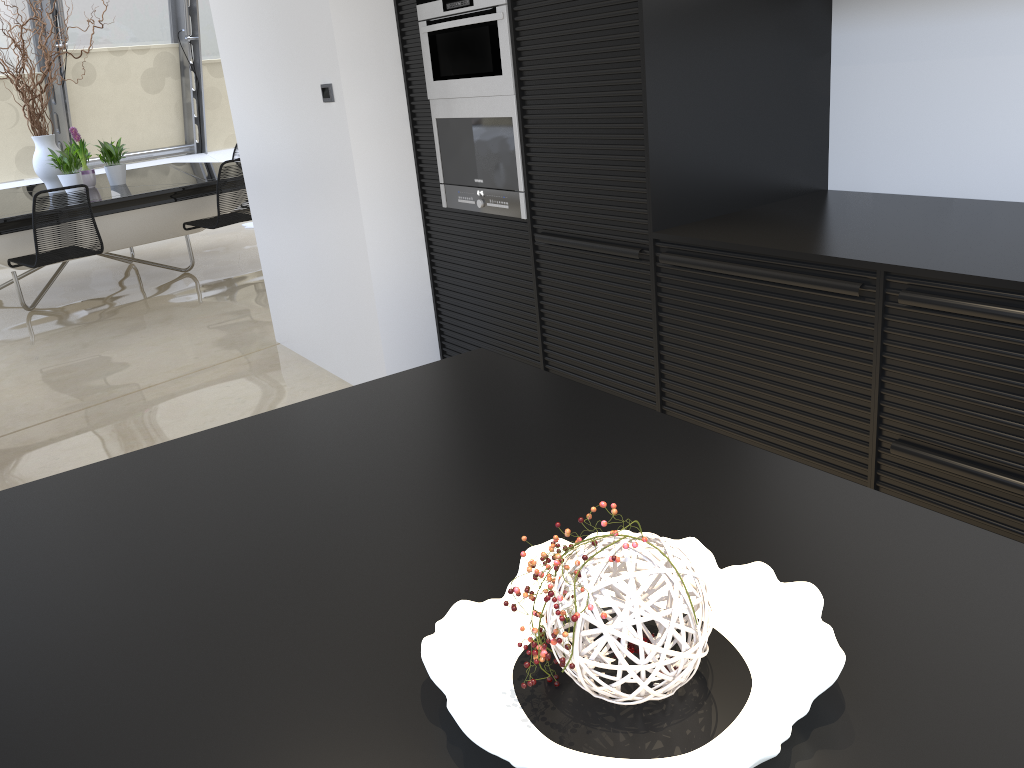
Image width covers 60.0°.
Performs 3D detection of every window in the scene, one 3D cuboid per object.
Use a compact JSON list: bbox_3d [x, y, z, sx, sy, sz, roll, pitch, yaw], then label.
[{"bbox_3d":[1.833,-2.276,5.548,16.171,3.674,16.693,-22,25,-37],"label":"window"}]

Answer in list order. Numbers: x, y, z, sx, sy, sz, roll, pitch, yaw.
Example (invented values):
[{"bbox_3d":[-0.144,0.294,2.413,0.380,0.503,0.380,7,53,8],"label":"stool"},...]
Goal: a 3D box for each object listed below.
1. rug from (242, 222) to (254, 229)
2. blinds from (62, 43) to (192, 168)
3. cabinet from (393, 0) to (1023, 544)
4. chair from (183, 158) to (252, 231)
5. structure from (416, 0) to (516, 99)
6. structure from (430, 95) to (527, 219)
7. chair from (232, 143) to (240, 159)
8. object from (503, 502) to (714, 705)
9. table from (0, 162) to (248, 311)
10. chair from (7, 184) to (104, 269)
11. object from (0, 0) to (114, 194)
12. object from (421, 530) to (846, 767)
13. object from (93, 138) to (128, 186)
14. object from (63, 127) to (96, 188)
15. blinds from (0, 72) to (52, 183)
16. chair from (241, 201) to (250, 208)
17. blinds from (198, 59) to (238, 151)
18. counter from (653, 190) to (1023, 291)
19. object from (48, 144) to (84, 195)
[{"bbox_3d":[-0.928,-1.856,9.405,3.220,0.008,2.705,12,27,41],"label":"rug"},{"bbox_3d":[-4.168,-2.997,9.617,0.387,1.214,1.376,12,27,41],"label":"blinds"},{"bbox_3d":[1.346,-0.850,1.711,0.831,2.901,5.157,-18,23,-31],"label":"cabinet"},{"bbox_3d":[-2.153,-1.429,6.654,0.688,0.519,0.446,12,27,41],"label":"chair"},{"bbox_3d":[-0.175,-1.226,3.163,0.061,0.388,0.592,-18,23,-30],"label":"structure"},{"bbox_3d":[-0.132,-0.849,3.302,0.023,0.420,0.592,-18,23,-30],"label":"structure"},{"bbox_3d":[-2.770,-2.029,8.485,0.446,0.519,0.688,12,27,41],"label":"chair"},{"bbox_3d":[0.087,0.181,0.758,0.190,0.191,0.165,-7,20,-4],"label":"object"},{"bbox_3d":[-3.450,-1.192,7.184,2.494,0.759,3.031,12,27,41],"label":"table"},{"bbox_3d":[-3.008,-1.029,5.794,0.688,0.519,0.446,12,27,41],"label":"chair"},{"bbox_3d":[-3.459,-2.230,6.647,1.031,1.549,1.135,8,24,34],"label":"object"},{"bbox_3d":[0.103,0.239,0.773,0.329,0.078,0.334,13,27,41],"label":"object"},{"bbox_3d":[-3.165,-1.770,7.037,0.284,0.369,0.215,-10,20,-12],"label":"object"},{"bbox_3d":[-3.511,-1.830,7.154,0.238,0.476,0.417,-12,21,-17],"label":"object"},{"bbox_3d":[-5.212,-2.430,8.629,0.329,1.027,1.430,12,27,41],"label":"blinds"},{"bbox_3d":[-2.035,-1.868,7.830,0.446,0.519,0.688,12,27,41],"label":"chair"},{"bbox_3d":[-3.150,-3.395,10.703,0.329,1.027,1.430,12,27,41],"label":"blinds"},{"bbox_3d":[1.807,-0.119,1.355,0.804,0.025,3.738,-18,23,-31],"label":"counter"},{"bbox_3d":[-3.302,-1.601,6.610,0.284,0.369,0.215,-8,20,-7],"label":"object"}]
